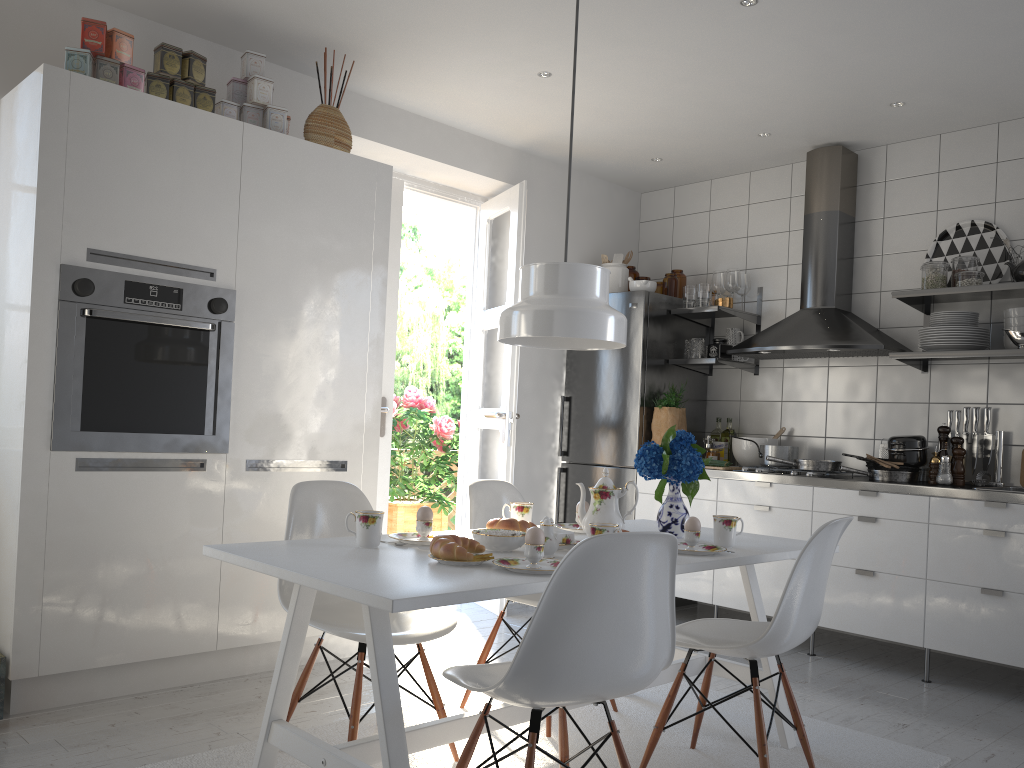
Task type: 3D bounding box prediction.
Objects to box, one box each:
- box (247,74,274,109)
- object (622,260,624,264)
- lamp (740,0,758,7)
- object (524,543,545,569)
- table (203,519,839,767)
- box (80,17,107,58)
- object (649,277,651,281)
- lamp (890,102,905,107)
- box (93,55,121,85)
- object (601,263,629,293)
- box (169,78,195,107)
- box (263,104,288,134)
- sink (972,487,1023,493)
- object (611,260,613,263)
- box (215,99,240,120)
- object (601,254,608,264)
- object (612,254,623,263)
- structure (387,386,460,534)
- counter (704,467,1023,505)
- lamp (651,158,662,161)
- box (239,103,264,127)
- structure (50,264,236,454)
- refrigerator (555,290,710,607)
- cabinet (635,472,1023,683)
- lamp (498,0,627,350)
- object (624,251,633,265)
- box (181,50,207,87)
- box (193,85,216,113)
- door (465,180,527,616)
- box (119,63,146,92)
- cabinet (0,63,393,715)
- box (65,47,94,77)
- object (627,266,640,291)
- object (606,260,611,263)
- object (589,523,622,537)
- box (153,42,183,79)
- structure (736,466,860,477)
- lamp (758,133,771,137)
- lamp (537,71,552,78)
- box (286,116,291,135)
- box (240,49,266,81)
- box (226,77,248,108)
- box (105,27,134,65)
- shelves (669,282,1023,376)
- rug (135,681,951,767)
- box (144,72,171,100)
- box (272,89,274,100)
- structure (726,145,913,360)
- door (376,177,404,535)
[{"bbox_3d":[-0.985,-1.136,3.462,0.081,0.111,0.081,4,-2,-39],"label":"box"},{"bbox_3d":[0.660,-0.631,5.330,0.050,0.247,0.114,3,-1,11],"label":"object"},{"bbox_3d":[0.854,-1.386,3.190,0.064,0.030,0.064,1,-3,39],"label":"lamp"},{"bbox_3d":[0.053,0.410,2.119,0.048,0.057,0.048,3,-2,-3],"label":"object"},{"bbox_3d":[0.133,0.803,2.599,1.828,0.660,0.813,5,-3,-44],"label":"table"},{"bbox_3d":[-1.433,-1.180,3.035,0.081,0.111,0.081,3,-2,-24],"label":"box"},{"bbox_3d":[0.825,-0.575,5.569,0.113,0.186,0.113,3,-1,-14],"label":"object"},{"bbox_3d":[1.774,-1.297,4.078,0.064,0.030,0.064,1,-3,39],"label":"lamp"},{"bbox_3d":[-1.412,-1.066,3.074,0.081,0.111,0.081,4,-2,-39],"label":"box"},{"bbox_3d":[0.611,-0.609,5.320,0.174,0.208,0.174,1,-2,42],"label":"object"},{"bbox_3d":[-1.218,-1.048,3.246,0.081,0.111,0.081,4,-2,-44],"label":"box"},{"bbox_3d":[-0.930,-1.023,3.472,0.081,0.111,0.081,4,-2,-29],"label":"box"},{"bbox_3d":[2.353,0.505,3.603,0.488,0.111,0.765,5,-4,-44],"label":"sink"},{"bbox_3d":[0.634,-0.631,5.352,0.033,0.249,0.118,3,-1,-44],"label":"object"},{"bbox_3d":[-1.109,-1.033,3.435,0.081,0.111,0.081,4,-2,-44],"label":"box"},{"bbox_3d":[0.565,-0.642,5.328,0.054,0.262,0.149,2,-1,21],"label":"object"},{"bbox_3d":[0.620,-0.654,5.328,0.064,0.289,0.141,2,-1,20],"label":"object"},{"bbox_3d":[-0.817,0.653,6.609,1.177,1.279,1.261,4,-2,-43],"label":"structure"},{"bbox_3d":[2.049,0.479,3.957,0.651,0.045,3.238,5,-4,-44],"label":"counter"},{"bbox_3d":[0.827,-1.292,5.061,0.064,0.030,0.064,1,-3,39],"label":"lamp"},{"bbox_3d":[-1.021,-1.028,3.466,0.081,0.111,0.081,4,-2,-29],"label":"box"},{"bbox_3d":[-1.306,-0.061,3.217,0.728,0.609,0.321,5,-2,-44],"label":"structure"},{"bbox_3d":[0.712,0.400,5.316,0.695,1.799,0.576,4,-1,-44],"label":"refrigerator"},{"bbox_3d":[2.025,0.896,3.948,0.663,0.794,3.237,4,-3,-44],"label":"cabinet"},{"bbox_3d":[0.176,-0.777,2.585,0.373,1.322,0.373,3,-1,-12],"label":"lamp"},{"bbox_3d":[0.665,-0.653,5.322,0.131,0.296,0.056,2,-1,26],"label":"object"},{"bbox_3d":[-1.181,-1.155,3.262,0.081,0.111,0.081,2,-2,26],"label":"box"},{"bbox_3d":[-1.154,-1.042,3.303,0.081,0.111,0.081,4,-2,-34],"label":"box"},{"bbox_3d":[-0.113,0.080,4.986,0.157,2.325,0.602,3,-1,-24],"label":"door"},{"bbox_3d":[-1.354,-1.060,3.135,0.081,0.111,0.081,1,-2,41],"label":"box"},{"bbox_3d":[-1.231,0.067,3.485,1.379,2.095,0.513,4,-1,-44],"label":"cabinet"},{"bbox_3d":[-1.470,-1.072,3.010,0.081,0.111,0.081,3,-1,-14],"label":"box"},{"bbox_3d":[0.720,-0.608,5.495,0.117,0.236,0.117,3,-1,-18],"label":"object"},{"bbox_3d":[0.587,-0.635,5.339,0.061,0.251,0.117,3,-1,-14],"label":"object"},{"bbox_3d":[0.240,0.416,2.319,0.078,0.095,0.091,3,-2,-7],"label":"object"},{"bbox_3d":[-1.247,-1.161,3.208,0.081,0.111,0.081,4,-2,-44],"label":"box"},{"bbox_3d":[1.463,0.446,4.557,0.491,0.029,0.467,5,-4,-44],"label":"structure"},{"bbox_3d":[1.300,-1.295,4.570,0.064,0.030,0.064,1,-3,39],"label":"lamp"},{"bbox_3d":[0.144,-1.382,3.928,0.064,0.030,0.064,1,-3,39],"label":"lamp"},{"bbox_3d":[-0.939,-1.019,3.561,0.081,0.111,0.081,4,-2,-29],"label":"box"},{"bbox_3d":[-1.024,-1.245,3.500,0.081,0.111,0.081,4,-2,-34],"label":"box"},{"bbox_3d":[-1.080,-1.139,3.501,0.081,0.111,0.081,4,-2,-34],"label":"box"},{"bbox_3d":[-1.382,-1.173,3.106,0.081,0.111,0.081,2,-2,36],"label":"box"},{"bbox_3d":[1.926,-0.323,4.300,0.427,0.512,2.539,4,-3,-44],"label":"shelves"},{"bbox_3d":[0.085,1.131,2.565,2.313,0.004,1.426,5,-4,-44],"label":"rug"},{"bbox_3d":[-1.282,-1.053,3.199,0.081,0.111,0.081,4,-2,-29],"label":"box"},{"bbox_3d":[-1.000,-1.132,3.549,0.081,0.111,0.081,3,-2,-19],"label":"box"},{"bbox_3d":[1.589,-0.699,4.639,0.473,1.092,0.868,4,-2,-44],"label":"structure"},{"bbox_3d":[-0.874,0.027,4.646,0.603,2.325,0.156,3,-1,-44],"label":"door"}]
